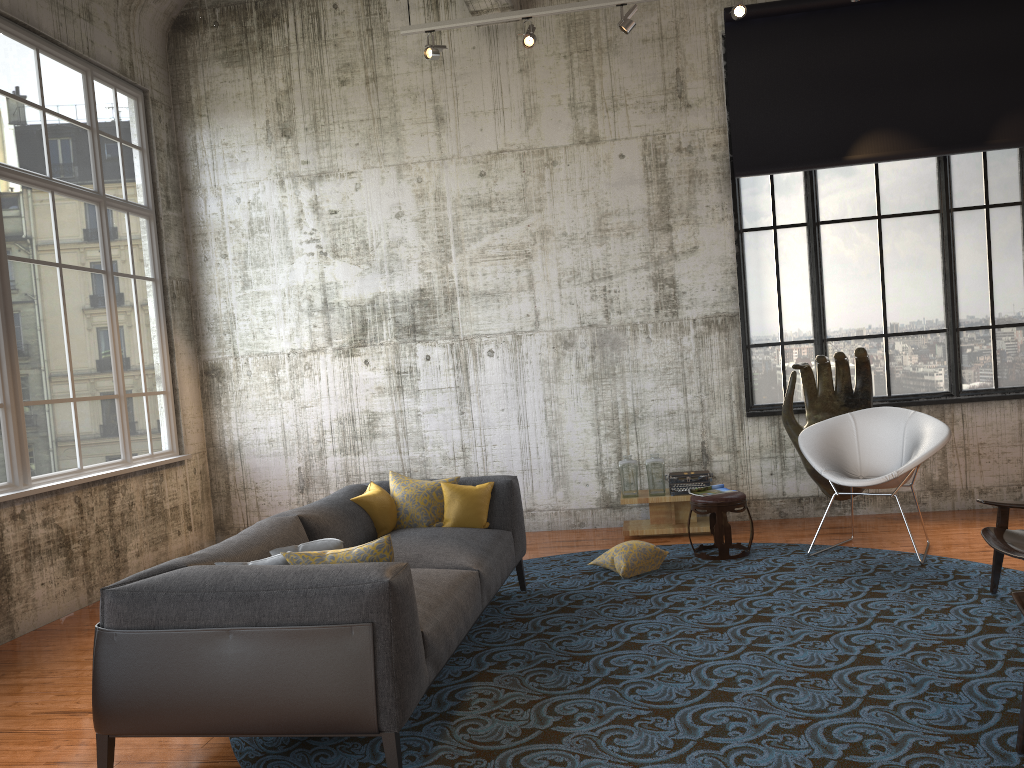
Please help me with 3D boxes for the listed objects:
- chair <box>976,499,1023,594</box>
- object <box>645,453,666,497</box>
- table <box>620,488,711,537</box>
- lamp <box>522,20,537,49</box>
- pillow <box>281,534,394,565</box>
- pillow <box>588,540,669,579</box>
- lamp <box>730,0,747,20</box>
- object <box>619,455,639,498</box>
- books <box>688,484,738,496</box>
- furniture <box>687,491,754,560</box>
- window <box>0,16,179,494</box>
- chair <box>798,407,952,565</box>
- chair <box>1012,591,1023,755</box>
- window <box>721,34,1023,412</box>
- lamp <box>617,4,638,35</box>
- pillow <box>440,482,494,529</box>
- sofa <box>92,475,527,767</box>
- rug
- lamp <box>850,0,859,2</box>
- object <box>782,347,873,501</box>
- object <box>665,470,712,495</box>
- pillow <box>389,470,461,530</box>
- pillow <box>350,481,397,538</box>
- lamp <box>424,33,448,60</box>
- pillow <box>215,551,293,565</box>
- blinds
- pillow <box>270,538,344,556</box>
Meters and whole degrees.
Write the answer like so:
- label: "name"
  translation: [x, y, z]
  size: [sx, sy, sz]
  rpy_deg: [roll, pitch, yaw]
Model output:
- label: "chair"
  translation: [3.179, 0.824, 4.784]
  size: [1.043, 0.794, 0.874]
  rpy_deg: [-5, 2, -1]
- label: "object"
  translation: [1.240, 0.780, 7.626]
  size: [0.163, 0.362, 0.162]
  rpy_deg: [-4, 3, 11]
- label: "table"
  translation: [1.404, 1.123, 7.732]
  size: [0.875, 0.359, 0.474]
  rpy_deg: [-4, 2, 9]
- label: "lamp"
  translation: [0.138, -2.766, 7.040]
  size: [0.102, 0.228, 0.198]
  rpy_deg: [-4, 2, 18]
- label: "pillow"
  translation: [-0.665, 0.837, 3.761]
  size: [0.537, 0.447, 0.259]
  rpy_deg: [-4, 3, 16]
- label: "pillow"
  translation: [0.882, 1.274, 6.501]
  size: [0.503, 0.248, 0.481]
  rpy_deg: [-5, 2, -25]
- label: "lamp"
  translation: [1.730, -2.889, 6.789]
  size: [0.102, 0.211, 0.260]
  rpy_deg: [-4, 2, 3]
- label: "object"
  translation: [1.011, 0.797, 7.660]
  size: [0.163, 0.362, 0.163]
  rpy_deg: [-4, 3, 7]
- label: "books"
  translation: [1.540, 0.815, 6.793]
  size: [0.300, 0.043, 0.229]
  rpy_deg: [-5, 1, -17]
- label: "furniture"
  translation: [1.588, 1.065, 6.774]
  size: [0.431, 0.478, 0.432]
  rpy_deg: [-6, 3, -36]
- label: "window"
  translation: [-3.570, -0.929, 6.142]
  size: [0.050, 3.440, 4.276]
  rpy_deg: [-4, 2, 8]
- label: "chair"
  translation: [2.623, 0.711, 6.451]
  size: [0.805, 1.032, 1.058]
  rpy_deg: [-7, 3, -42]
- label: "chair"
  translation: [2.194, 0.945, 2.803]
  size: [0.875, 0.794, 1.041]
  rpy_deg: [-4, 2, 10]
- label: "window"
  translation: [3.218, -1.502, 7.769]
  size: [2.580, 3.441, 0.050]
  rpy_deg: [-4, 3, 9]
- label: "lamp"
  translation: [0.896, -2.826, 6.893]
  size: [0.182, 0.241, 0.102]
  rpy_deg: [-4, 3, 4]
- label: "pillow"
  translation: [-0.295, 0.784, 5.718]
  size: [0.434, 0.319, 0.168]
  rpy_deg: [-5, 3, -17]
- label: "sofa"
  translation: [-0.804, 1.114, 4.827]
  size: [1.363, 0.862, 2.999]
  rpy_deg: [-4, 1, 10]
- label: "rug"
  translation: [0.977, 1.395, 4.860]
  size: [4.838, 0.009, 4.848]
  rpy_deg: [-5, 2, -35]
- label: "lamp"
  translation: [2.565, -2.955, 6.608]
  size: [0.102, 0.251, 0.164]
  rpy_deg: [-3, 3, 34]
- label: "object"
  translation: [2.644, 0.361, 7.406]
  size: [0.728, 1.298, 0.455]
  rpy_deg: [-4, 3, 20]
- label: "object"
  translation: [1.538, 0.857, 7.671]
  size: [0.424, 0.153, 0.381]
  rpy_deg: [-4, 2, 9]
- label: "pillow"
  translation: [-0.616, 0.790, 5.796]
  size: [0.537, 0.447, 0.259]
  rpy_deg: [-4, 3, 16]
- label: "pillow"
  translation: [-0.859, 0.829, 5.715]
  size: [0.229, 0.372, 0.404]
  rpy_deg: [-4, 2, 18]
- label: "lamp"
  translation: [-0.634, -2.710, 7.141]
  size: [0.102, 0.211, 0.260]
  rpy_deg: [-2, 3, 44]
- label: "pillow"
  translation: [-1.039, 0.870, 3.827]
  size: [0.434, 0.319, 0.168]
  rpy_deg: [-4, 3, 8]
- label: "blinds"
  translation: [3.100, -2.617, 7.537]
  size: [2.444, 1.466, 0.150]
  rpy_deg: [-4, 3, 9]
- label: "pillow"
  translation: [-0.863, 0.834, 3.914]
  size: [0.364, 0.315, 0.170]
  rpy_deg: [-5, 3, -2]
